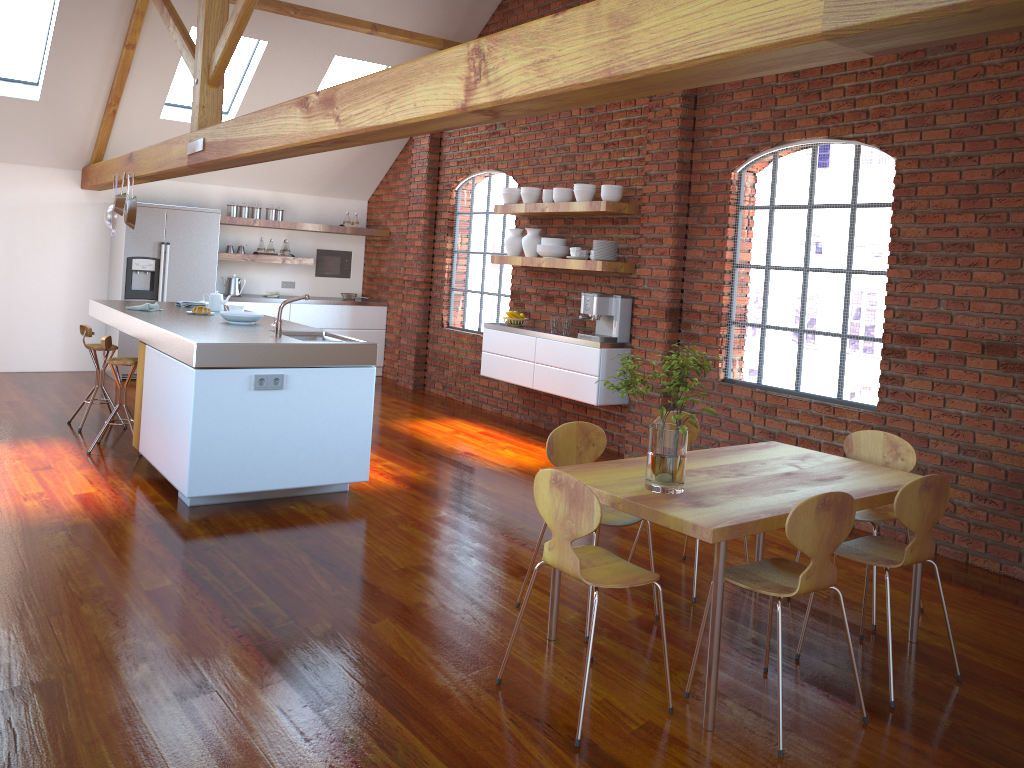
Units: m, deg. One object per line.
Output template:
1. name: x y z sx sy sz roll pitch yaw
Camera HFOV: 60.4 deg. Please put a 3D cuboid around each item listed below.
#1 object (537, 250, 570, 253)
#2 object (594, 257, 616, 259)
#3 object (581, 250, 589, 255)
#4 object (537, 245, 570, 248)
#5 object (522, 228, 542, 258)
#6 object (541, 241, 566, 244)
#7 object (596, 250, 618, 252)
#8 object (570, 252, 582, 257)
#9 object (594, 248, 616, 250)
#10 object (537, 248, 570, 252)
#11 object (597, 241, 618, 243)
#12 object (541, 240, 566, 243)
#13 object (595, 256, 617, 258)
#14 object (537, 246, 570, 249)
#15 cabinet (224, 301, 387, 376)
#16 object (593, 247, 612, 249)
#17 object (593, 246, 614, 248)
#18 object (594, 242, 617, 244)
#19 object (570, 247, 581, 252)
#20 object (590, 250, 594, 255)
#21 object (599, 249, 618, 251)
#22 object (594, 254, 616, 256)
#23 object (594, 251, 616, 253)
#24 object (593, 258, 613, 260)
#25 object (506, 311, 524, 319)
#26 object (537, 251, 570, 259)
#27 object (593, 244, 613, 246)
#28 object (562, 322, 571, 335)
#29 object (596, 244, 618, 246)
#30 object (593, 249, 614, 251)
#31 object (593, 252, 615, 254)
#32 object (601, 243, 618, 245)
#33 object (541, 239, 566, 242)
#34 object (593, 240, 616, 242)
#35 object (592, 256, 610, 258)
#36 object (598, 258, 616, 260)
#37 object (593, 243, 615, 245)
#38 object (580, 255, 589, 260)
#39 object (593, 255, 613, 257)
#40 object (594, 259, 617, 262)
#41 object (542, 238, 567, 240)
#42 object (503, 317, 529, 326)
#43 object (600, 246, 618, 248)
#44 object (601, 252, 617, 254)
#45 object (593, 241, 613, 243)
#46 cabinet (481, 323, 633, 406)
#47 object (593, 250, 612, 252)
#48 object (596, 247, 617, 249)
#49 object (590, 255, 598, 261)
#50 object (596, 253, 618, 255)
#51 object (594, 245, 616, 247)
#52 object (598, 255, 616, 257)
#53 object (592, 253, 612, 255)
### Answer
1. object: 0.343 -1.088 7.365 0.284 0.055 0.282 10 9 38
2. object: 0.718 -0.971 6.820 0.194 0.014 0.196 1 8 -18
3. object: 0.583 -1.069 7.225 0.092 0.058 0.100 6 6 24
4. object: 0.346 -1.129 7.365 0.284 0.055 0.282 10 9 38
5. object: 0.181 -1.220 7.631 0.193 0.249 0.192 6 4 27
6. object: 0.348 -1.160 7.365 0.213 0.055 0.215 -3 10 -43
7. object: 0.721 -1.027 6.820 0.194 0.014 0.196 1 8 -18
8. object: 0.510 -1.036 7.055 0.099 0.046 0.093 -2 8 -40
9. object: 0.722 -1.040 6.819 0.194 0.014 0.196 1 8 -18
10. object: 0.344 -1.099 7.365 0.284 0.055 0.282 10 9 38
11. object: 0.726 -1.095 6.819 0.194 0.014 0.196 1 8 -18
12. object: 0.349 -1.170 7.365 0.213 0.055 0.215 -3 10 -43
13. object: 0.718 -0.980 6.820 0.194 0.014 0.196 1 8 -18
14. object: 0.345 -1.119 7.365 0.284 0.055 0.282 10 9 38
15. cabinet: -2.497 -0.530 10.011 1.980 0.815 0.717 -1 6 -35
16. object: 0.723 -1.045 6.819 0.194 0.014 0.196 1 8 -18
17. object: 0.723 -1.054 6.819 0.194 0.014 0.196 1 8 -18
18. object: 0.725 -1.086 6.819 0.194 0.014 0.196 1 8 -18
19. object: 0.507 -1.068 7.058 0.092 0.058 0.100 8 7 38
20. object: 0.673 -1.032 6.996 0.092 0.058 0.101 3 6 -11
21. object: 0.722 -1.035 6.819 0.194 0.014 0.196 1 8 -18
22. object: 0.719 -0.994 6.820 0.194 0.014 0.196 1 8 -18
23. object: 0.721 -1.017 6.820 0.194 0.014 0.196 1 8 -18
24. object: 0.717 -0.962 6.820 0.194 0.014 0.196 1 8 -18
25. object: 0.030 -0.599 7.763 0.184 0.085 0.066 4 3 3
26. object: 0.343 -1.077 7.365 0.284 0.055 0.282 10 9 38
27. object: 0.724 -1.068 6.819 0.194 0.014 0.196 1 8 -18
28. object: 0.437 -0.448 7.124 0.077 0.104 0.078 3 3 -23
29. object: 0.725 -1.073 6.819 0.194 0.014 0.196 1 8 -18
30. object: 0.722 -1.030 6.820 0.194 0.014 0.196 1 8 -18
31. object: 0.720 -1.008 6.820 0.194 0.014 0.196 1 8 -18
32. object: 0.725 -1.082 6.819 0.194 0.014 0.196 1 8 -18
33. object: 0.349 -1.179 7.365 0.213 0.055 0.215 -3 10 -43
34. object: 0.726 -1.100 6.819 0.194 0.014 0.196 1 8 -18
35. object: 0.718 -0.975 6.820 0.194 0.014 0.196 1 8 -18
36. object: 0.717 -0.966 6.820 0.194 0.014 0.196 1 8 -18
37. object: 0.725 -1.077 6.819 0.194 0.014 0.196 1 8 -18
38. object: 0.586 -1.037 7.224 0.092 0.046 0.099 8 8 35
39. object: 0.719 -0.984 6.820 0.194 0.014 0.196 1 8 -18
40. object: 0.717 -0.957 6.820 0.194 0.014 0.196 1 8 -18
41. object: 0.350 -1.189 7.364 0.213 0.055 0.215 -3 10 -43
42. object: 0.034 -0.552 7.811 0.236 0.071 0.237 5 7 12
43. object: 0.724 -1.058 6.819 0.194 0.014 0.196 1 8 -18
44. object: 0.721 -1.012 6.820 0.194 0.014 0.196 1 8 -18
45. object: 0.726 -1.091 6.819 0.194 0.014 0.196 1 8 -18
46. cabinet: 0.326 -0.199 7.363 0.336 0.473 1.637 2 7 -35
47. object: 0.721 -1.022 6.820 0.194 0.014 0.196 1 8 -18
48. object: 0.723 -1.049 6.819 0.194 0.014 0.196 1 8 -18
49. object: 0.666 -1.000 6.995 0.092 0.046 0.099 4 6 0
50. object: 0.720 -1.003 6.820 0.194 0.014 0.196 1 8 -18
51. object: 0.724 -1.063 6.819 0.194 0.014 0.196 1 8 -18
52. object: 0.719 -0.989 6.820 0.194 0.014 0.196 1 8 -18
53. object: 0.720 -0.999 6.820 0.194 0.014 0.196 1 8 -18
